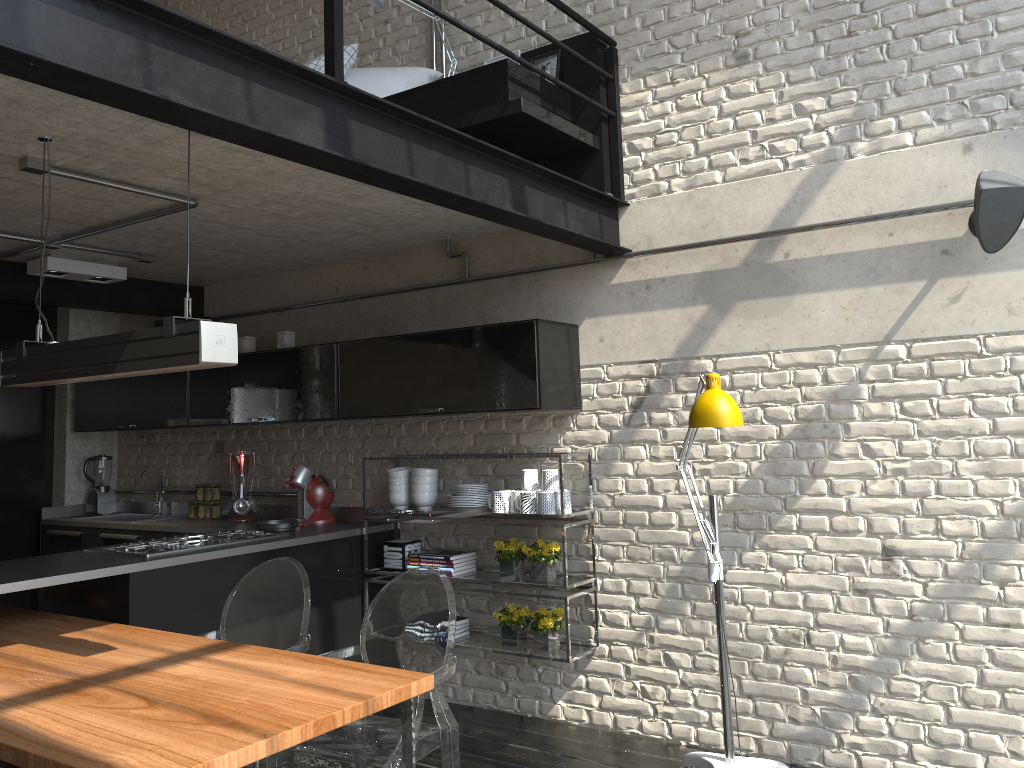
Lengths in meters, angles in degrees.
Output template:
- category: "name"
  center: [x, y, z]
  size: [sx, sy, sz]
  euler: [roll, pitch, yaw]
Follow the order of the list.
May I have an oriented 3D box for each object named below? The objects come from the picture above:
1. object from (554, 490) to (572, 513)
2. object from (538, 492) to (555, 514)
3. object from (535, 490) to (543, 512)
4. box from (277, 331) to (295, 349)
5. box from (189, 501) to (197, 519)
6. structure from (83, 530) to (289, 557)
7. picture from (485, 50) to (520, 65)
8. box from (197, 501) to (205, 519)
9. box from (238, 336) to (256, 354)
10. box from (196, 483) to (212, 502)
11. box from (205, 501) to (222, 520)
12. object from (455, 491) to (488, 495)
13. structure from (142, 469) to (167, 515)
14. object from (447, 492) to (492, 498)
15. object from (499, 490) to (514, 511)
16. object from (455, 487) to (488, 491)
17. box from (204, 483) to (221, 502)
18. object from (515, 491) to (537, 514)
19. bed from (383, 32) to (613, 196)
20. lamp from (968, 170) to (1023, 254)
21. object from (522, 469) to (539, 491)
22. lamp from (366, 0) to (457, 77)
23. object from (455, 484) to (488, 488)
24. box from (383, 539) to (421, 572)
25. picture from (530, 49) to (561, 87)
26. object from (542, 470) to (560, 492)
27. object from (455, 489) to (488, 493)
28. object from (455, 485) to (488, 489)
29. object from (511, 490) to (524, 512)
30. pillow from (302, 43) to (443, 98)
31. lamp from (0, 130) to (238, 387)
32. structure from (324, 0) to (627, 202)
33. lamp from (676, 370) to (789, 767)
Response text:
- category: "object"
  center: [0.232, 0.561, 4.219]
  size: [0.108, 0.101, 0.082]
  euler: [2, -7, -41]
- category: "object"
  center: [0.167, 0.561, 4.186]
  size: [0.083, 0.101, 0.108]
  euler: [-4, -5, 23]
- category: "object"
  center: [0.141, 0.568, 4.287]
  size: [0.108, 0.101, 0.082]
  euler: [2, -7, -41]
- category: "box"
  center: [-1.334, -0.252, 5.222]
  size: [0.080, 0.111, 0.080]
  euler: [-6, -7, 34]
- category: "box"
  center: [-2.032, 0.811, 5.709]
  size: [0.080, 0.111, 0.081]
  euler: [-6, -7, 39]
- category: "structure"
  center: [-1.567, 0.765, 4.319]
  size: [0.500, 0.026, 0.809]
  euler: [-4, -4, 34]
- category: "picture"
  center: [-0.054, -1.580, 4.646]
  size: [0.225, 0.316, 0.033]
  euler: [-6, -8, 34]
- category: "box"
  center: [-1.959, 0.806, 5.665]
  size: [0.081, 0.111, 0.080]
  euler: [-5, -6, 29]
- category: "box"
  center: [-1.621, -0.232, 5.411]
  size: [0.080, 0.111, 0.080]
  euler: [-6, -7, 34]
- category: "box"
  center: [-1.986, 0.699, 5.704]
  size: [0.081, 0.111, 0.080]
  euler: [-3, -5, 9]
- category: "box"
  center: [-1.896, 0.801, 5.618]
  size: [0.080, 0.111, 0.081]
  euler: [-7, -8, 44]
- category: "object"
  center: [-0.205, 0.562, 4.506]
  size: [0.170, 0.030, 0.170]
  euler: [-4, -4, 39]
- category: "structure"
  center: [-2.477, 0.744, 6.082]
  size: [0.089, 0.313, 0.176]
  euler: [-6, -7, 34]
- category: "object"
  center: [-0.206, 0.577, 4.505]
  size: [0.251, 0.031, 0.250]
  euler: [-2, -3, 3]
- category: "object"
  center: [-0.031, 0.580, 4.419]
  size: [0.083, 0.101, 0.108]
  euler: [0, -5, -22]
- category: "object"
  center: [-0.206, 0.545, 4.508]
  size: [0.170, 0.030, 0.170]
  euler: [-4, -4, 39]
- category: "box"
  center: [-1.915, 0.694, 5.657]
  size: [0.081, 0.111, 0.080]
  euler: [-5, -6, 29]
- category: "object"
  center: [0.073, 0.568, 4.251]
  size: [0.083, 0.101, 0.108]
  euler: [0, -5, -22]
- category: "bed"
  center: [-2.113, -1.229, 4.536]
  size: [4.466, 0.847, 2.687]
  euler: [-4, -4, 34]
- category: "lamp"
  center: [1.784, -0.636, 3.279]
  size: [0.177, 0.308, 0.356]
  euler: [-4, -5, 16]
- category: "object"
  center: [0.079, 0.471, 4.331]
  size: [0.108, 0.101, 0.082]
  euler: [2, -7, -41]
- category: "lamp"
  center: [-0.523, -1.750, 4.597]
  size: [0.481, 0.693, 0.169]
  euler: [-2, -6, 0]
- category: "object"
  center: [-0.206, 0.528, 4.510]
  size: [0.170, 0.030, 0.170]
  euler: [-4, -4, 39]
- category: "box"
  center: [-0.585, 0.913, 4.722]
  size: [0.150, 0.151, 0.150]
  euler: [-5, -6, 34]
- category: "picture"
  center: [0.162, -1.563, 4.484]
  size: [0.174, 0.251, 0.055]
  euler: [-6, -7, 34]
- category: "object"
  center: [0.190, 0.464, 4.255]
  size: [0.083, 0.101, 0.108]
  euler: [-4, -5, 23]
- category: "object"
  center: [-0.206, 0.554, 4.507]
  size: [0.170, 0.030, 0.170]
  euler: [-4, -4, 39]
- category: "object"
  center: [-0.206, 0.536, 4.509]
  size: [0.170, 0.030, 0.170]
  euler: [-4, -4, 39]
- category: "object"
  center: [0.040, 0.573, 4.338]
  size: [0.083, 0.101, 0.108]
  euler: [-4, -5, 23]
- category: "pillow"
  center: [-1.582, -1.477, 4.974]
  size: [2.131, 0.738, 1.140]
  euler: [-4, -5, 32]
- category: "lamp"
  center: [-1.267, -0.467, 2.789]
  size: [1.085, 0.896, 0.124]
  euler: [-5, -7, 34]
- category: "structure"
  center: [-2.126, -0.014, 3.218]
  size: [3.776, 3.363, 4.769]
  euler: [-5, -5, 34]
- category: "lamp"
  center: [1.187, 0.736, 3.074]
  size: [0.629, 1.629, 1.564]
  euler: [4, -8, -43]
